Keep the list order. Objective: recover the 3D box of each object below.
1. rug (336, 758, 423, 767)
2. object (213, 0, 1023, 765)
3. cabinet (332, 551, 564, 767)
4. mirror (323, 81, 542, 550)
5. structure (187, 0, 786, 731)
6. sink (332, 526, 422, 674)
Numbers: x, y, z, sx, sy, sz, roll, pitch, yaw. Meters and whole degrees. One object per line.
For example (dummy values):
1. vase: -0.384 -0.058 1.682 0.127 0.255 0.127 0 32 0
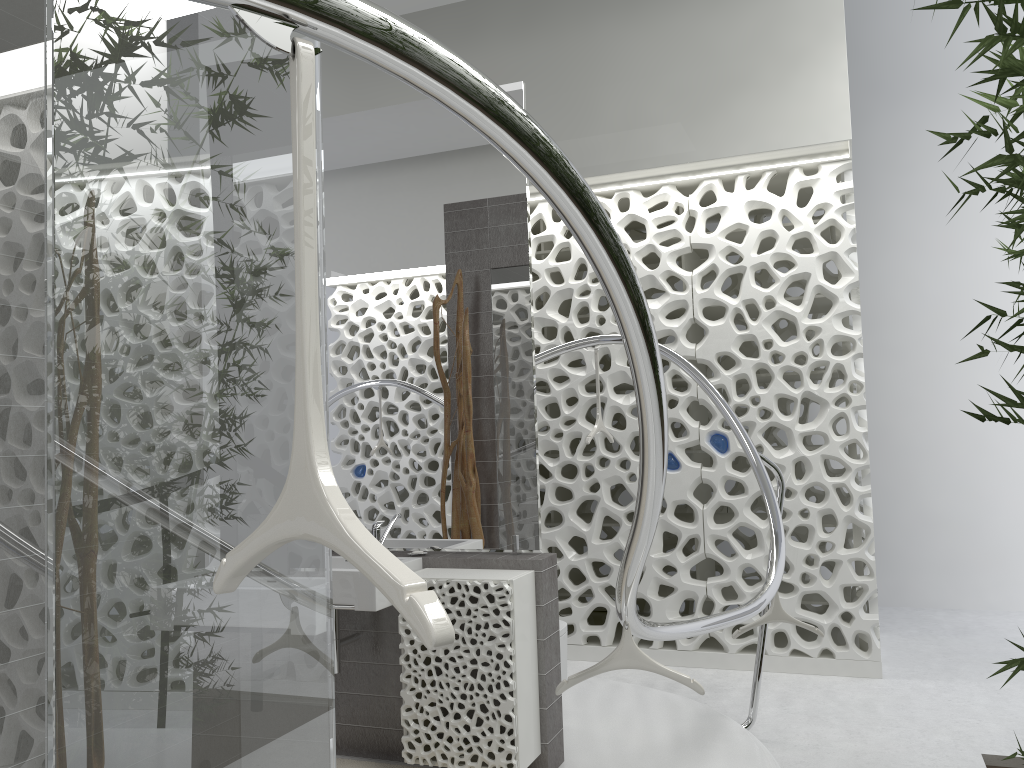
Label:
1. rug: -0.576 1.548 3.262 1.153 0.016 0.775 -3 -4 21
2. object: 1.447 -0.426 1.686 4.664 4.038 4.097 -1 -4 -20
3. cabinet: -0.441 1.140 3.672 1.200 0.870 0.461 -3 -4 21
4. mirror: -0.427 -0.272 3.923 1.100 1.980 0.030 -3 -4 21
5. structure: -1.699 0.703 3.253 5.250 2.080 5.433 -3 -4 16
6. sink: -0.725 0.884 3.668 0.650 0.598 0.478 -3 -4 21
